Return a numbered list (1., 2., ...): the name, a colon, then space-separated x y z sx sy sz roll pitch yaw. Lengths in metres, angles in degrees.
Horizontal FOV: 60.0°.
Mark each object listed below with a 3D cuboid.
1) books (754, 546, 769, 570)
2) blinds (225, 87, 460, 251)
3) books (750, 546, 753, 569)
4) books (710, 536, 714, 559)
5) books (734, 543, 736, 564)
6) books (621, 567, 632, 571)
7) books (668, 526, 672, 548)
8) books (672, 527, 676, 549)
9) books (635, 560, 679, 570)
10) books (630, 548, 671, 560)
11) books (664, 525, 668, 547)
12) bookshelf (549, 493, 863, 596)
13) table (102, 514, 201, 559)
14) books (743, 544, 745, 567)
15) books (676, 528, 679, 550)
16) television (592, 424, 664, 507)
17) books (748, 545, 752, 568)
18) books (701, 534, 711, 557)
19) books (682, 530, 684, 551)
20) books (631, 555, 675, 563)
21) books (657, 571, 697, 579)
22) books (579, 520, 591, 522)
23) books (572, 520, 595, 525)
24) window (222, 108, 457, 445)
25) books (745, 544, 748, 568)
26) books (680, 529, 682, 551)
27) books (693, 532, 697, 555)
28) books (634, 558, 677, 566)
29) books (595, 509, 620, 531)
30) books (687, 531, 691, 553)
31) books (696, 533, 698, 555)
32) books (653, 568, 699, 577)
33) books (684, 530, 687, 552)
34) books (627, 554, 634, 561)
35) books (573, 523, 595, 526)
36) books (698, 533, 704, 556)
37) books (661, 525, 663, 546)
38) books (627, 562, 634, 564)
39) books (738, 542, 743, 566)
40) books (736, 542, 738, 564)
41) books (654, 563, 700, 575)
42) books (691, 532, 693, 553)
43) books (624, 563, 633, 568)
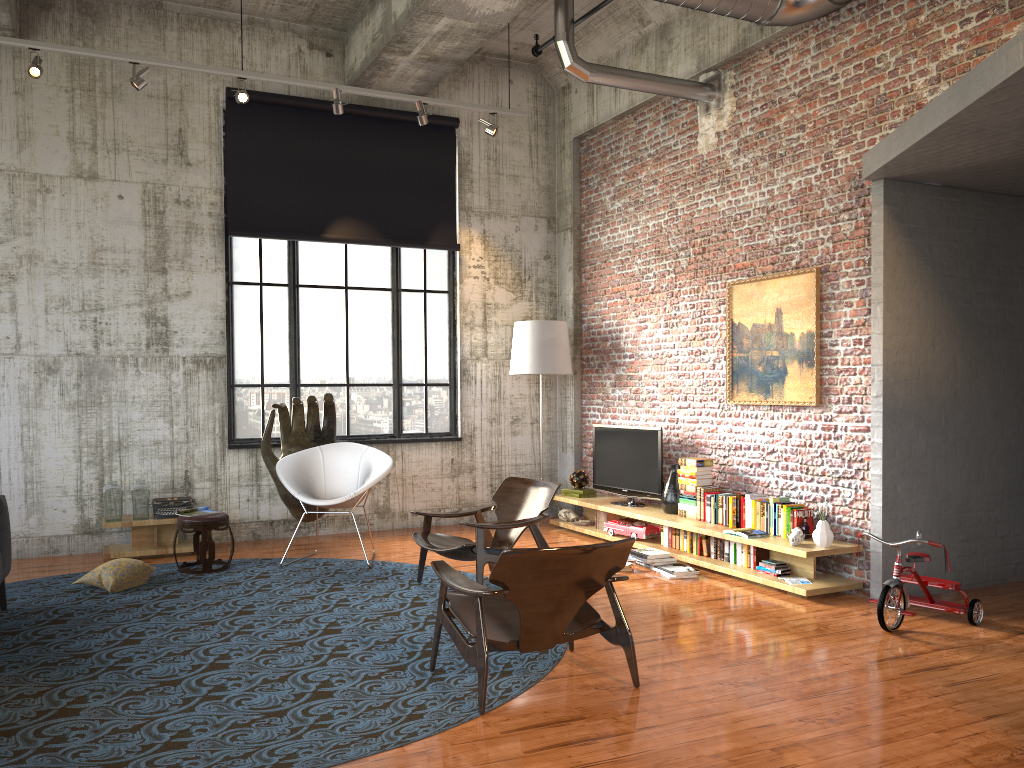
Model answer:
1. books: 1.966 1.364 6.983 0.138 0.191 0.026 -1 2 -26
2. blinds: -1.700 -2.190 9.252 2.443 1.465 0.150 -1 1 -25
3. books: 1.953 1.370 7.031 0.131 0.181 0.034 -1 2 -26
4. books: 1.746 1.356 7.471 0.149 0.215 0.049 -1 2 -26
5. books: 1.860 1.377 7.216 0.121 0.168 0.020 -1 2 -26
6. books: 0.900 1.535 7.402 0.182 0.030 0.128 0 0 -4
7. books: 1.482 1.344 7.977 0.153 0.252 0.046 -1 2 -26
8. books: 1.506 1.366 7.916 0.151 0.208 0.039 -1 2 -26
9. books: 1.232 1.528 7.529 0.236 0.040 0.320 0 0 -24
10. books: 1.165 1.437 7.507 0.236 0.035 0.296 0 0 -24
11. books: 1.462 1.347 8.027 0.171 0.247 0.057 -1 2 -26
12. bookshelf: 1.487 1.375 8.092 0.548 0.359 3.843 -1 0 -26
13. table: -3.316 1.412 8.236 0.875 0.359 0.475 0 0 -26
14. books: 1.914 1.365 7.100 0.138 0.191 0.026 -1 2 -26
15. books: 1.528 1.363 7.877 0.148 0.214 0.049 -1 2 -26
16. television: 1.155 0.807 8.819 0.285 0.793 1.089 -2 1 -39
17. books: 1.936 1.365 7.055 0.138 0.191 0.026 -1 2 -26
18. books: 1.692 1.341 7.536 0.153 0.256 0.088 -1 1 -26
19. books: 1.561 1.372 7.801 0.140 0.194 0.023 -1 2 -26
20. books: 1.193 1.466 7.509 0.262 0.028 0.320 0 0 -16
21. books: 1.331 1.536 7.202 0.231 0.017 0.313 0 0 -11
22. books: 0.766 1.438 9.303 0.113 0.016 0.114 0 0 -2
23. books: 0.763 1.455 9.315 0.166 0.021 0.210 -1 0 39
24. window: -1.764 -1.064 9.443 2.578 3.438 0.050 -1 2 -26
25. books: 1.922 1.365 7.076 0.138 0.191 0.026 -1 2 -26
26. books: 1.549 1.372 7.822 0.140 0.194 0.023 -1 2 -26
27. books: 1.636 1.363 7.641 0.151 0.208 0.039 -1 2 -26
28. books: 1.220 1.494 7.534 0.236 0.028 0.299 0 0 -28
29. books: 0.967 1.374 8.979 0.173 0.218 0.232 -1 1 -25
30. books: 1.599 1.358 7.720 0.158 0.220 0.030 -1 2 -26
31. books: 1.656 1.357 7.613 0.158 0.220 0.030 -1 2 -26
32. books: 1.330 1.519 7.206 0.231 0.017 0.307 0 0 -28
33. books: 1.579 1.368 7.779 0.146 0.200 0.032 -1 2 -26
34. books: 0.910 1.515 7.905 0.300 0.049 0.422 0 0 -11
35. books: 0.766 1.475 9.324 0.211 0.020 0.162 -1 0 32
36. books: 1.660 1.357 7.582 0.158 0.220 0.030 -1 2 -26
37. books: 1.424 1.362 8.079 0.138 0.217 0.022 -1 2 -26
38. books: 0.929 1.546 7.613 0.189 0.012 0.133 0 0 -28
39. books: 1.885 1.368 7.155 0.129 0.186 0.043 -1 2 -26
40. books: 1.884 1.371 7.198 0.131 0.181 0.034 -1 2 -26
41. books: 1.339 1.503 7.207 0.250 0.014 0.311 0 0 -19
42. books: 1.634 1.355 7.691 0.156 0.225 0.052 -1 2 -26
43. books: 0.897 1.509 7.405 0.189 0.022 0.133 -1 0 25
